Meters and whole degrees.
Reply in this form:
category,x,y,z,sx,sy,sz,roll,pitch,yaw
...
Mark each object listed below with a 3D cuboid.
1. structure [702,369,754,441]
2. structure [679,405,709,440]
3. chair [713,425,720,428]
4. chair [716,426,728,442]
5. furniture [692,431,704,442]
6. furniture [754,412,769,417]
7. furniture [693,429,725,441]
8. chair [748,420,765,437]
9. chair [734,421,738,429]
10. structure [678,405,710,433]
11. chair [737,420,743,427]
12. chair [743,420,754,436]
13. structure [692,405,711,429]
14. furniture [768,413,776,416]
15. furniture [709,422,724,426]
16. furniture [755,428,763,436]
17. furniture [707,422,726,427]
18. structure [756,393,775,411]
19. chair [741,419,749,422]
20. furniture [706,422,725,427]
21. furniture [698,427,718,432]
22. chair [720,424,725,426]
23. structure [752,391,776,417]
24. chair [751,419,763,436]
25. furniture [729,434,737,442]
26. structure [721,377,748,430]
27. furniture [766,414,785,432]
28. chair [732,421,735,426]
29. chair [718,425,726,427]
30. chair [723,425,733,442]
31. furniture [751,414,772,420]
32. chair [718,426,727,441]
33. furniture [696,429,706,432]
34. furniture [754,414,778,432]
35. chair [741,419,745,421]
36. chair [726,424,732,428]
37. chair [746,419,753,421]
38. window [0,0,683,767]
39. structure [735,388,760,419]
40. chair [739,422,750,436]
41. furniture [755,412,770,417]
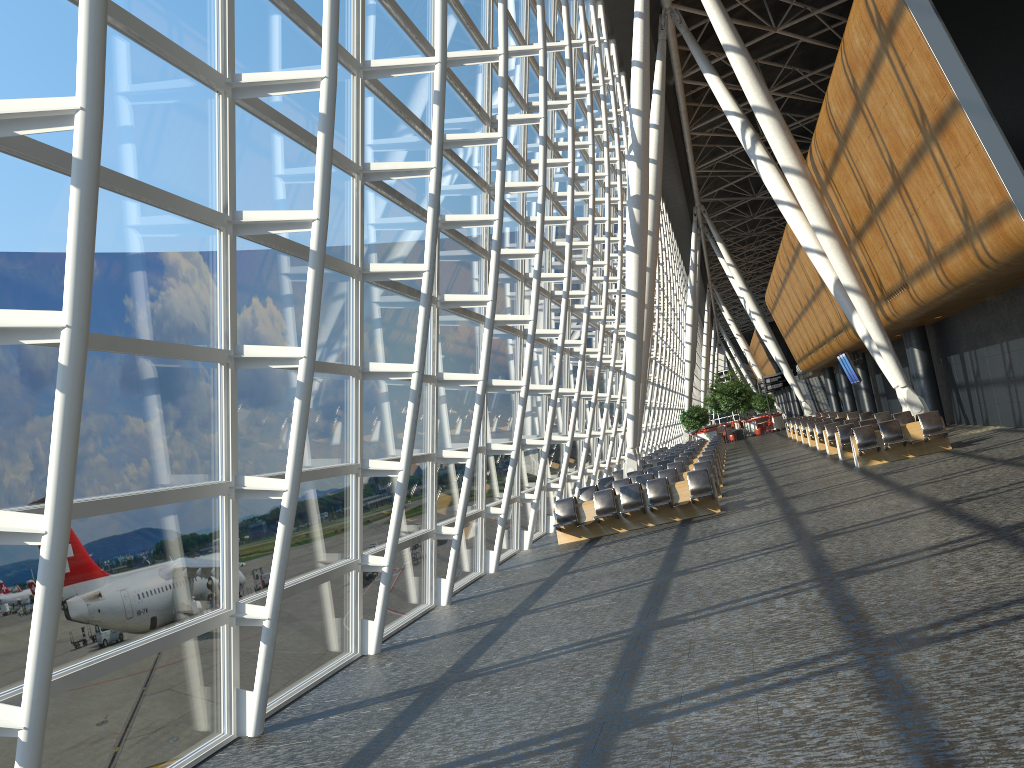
category,x,y,z,sx,sy,sz,roll,pitch,yaw
structure,14.093,1.440,57.674,3.101,4.536,5.796,-13,-3,6
structure,11.474,2.705,54.980,1.715,2.781,1.799,-13,-1,-29
chair,16.513,3.911,71.439,0.617,1.011,0.666,-13,-1,-21
chair,13.537,3.338,57.287,0.630,1.011,0.653,-13,-1,39
furniture,12.749,3.702,59.346,0.897,1.008,2.806,-14,-4,26
furniture,27.968,3.733,98.183,1.908,0.869,1.654,-14,-4,14
furniture,12.537,3.489,56.398,0.882,1.007,2.855,-12,-4,-19
chair,15.523,2.760,55.908,0.654,1.011,0.629,-13,-1,-31
chair,18.220,3.430,70.427,0.660,1.011,0.623,-13,-1,-1
structure,12.063,2.724,57.812,1.909,2.971,1.874,-13,-1,-12
chair,17.577,3.236,66.587,0.615,1.011,0.669,-12,-1,-41
chair,15.774,2.901,58.151,0.653,1.011,0.630,-12,-1,-41
structure,13.178,2.891,61.894,1.765,2.854,1.851,-13,-1,-29
furniture,18.547,2.717,63.246,0.897,1.008,2.806,-14,-4,26
furniture,23.364,5.152,102.253,3.270,0.869,1.653,-14,-4,14
furniture,15.301,2.977,54.609,0.447,0.460,0.439,-14,-2,26
furniture,21.929,4.965,96.445,3.270,0.869,1.653,-14,-4,14
structure,21.356,2.077,74.701,1.864,2.998,1.956,-13,-1,-29
chair,17.568,3.134,65.407,0.653,1.011,0.630,-12,-1,-41
furniture,22.646,5.059,99.349,3.270,0.869,1.653,-14,-4,14
furniture,14.330,3.721,63.654,0.882,1.007,2.855,-12,-4,-19
chair,17.168,3.867,72.637,0.655,1.011,0.628,-13,-1,-21
structure,18.585,1.936,64.710,1.715,2.781,1.799,-13,-1,-29
chair,15.838,2.782,56.971,0.616,1.011,0.668,-13,-1,-31
furniture,13.711,3.340,54.582,0.438,0.460,0.448,-12,-2,-34
structure,18.322,1.832,73.018,3.130,4.538,5.681,-14,-2,36
furniture,16.754,2.484,55.990,0.897,1.008,2.806,-14,-4,26
chair,18.430,3.706,74.085,0.660,1.011,0.623,-13,-1,-1
chair,15.330,3.571,64.543,0.630,1.011,0.653,-13,-1,39
chair,13.555,3.212,55.911,0.669,1.011,0.615,-14,-1,39
furniture,18.759,2.930,66.194,0.882,1.007,2.855,-12,-4,-19
chair,13.921,3.419,59.192,0.654,1.011,0.629,-13,-1,-31
furniture,14.542,3.935,66.603,0.897,1.008,2.806,-14,-4,26
furniture,16.965,2.697,58.938,0.882,1.007,2.855,-12,-4,-19
chair,19.012,3.315,71.184,0.622,1.011,0.661,-13,-1,-1
chair,15.349,3.444,63.168,0.669,1.011,0.615,-14,-1,39
chair,17.316,2.992,63.164,0.654,1.011,0.629,-13,-1,-31
window,16.199,-1.747,82.352,3.740,14.032,165.622,-13,-5,13
structure,18.234,1.989,68.421,2.302,3.479,2.198,-13,-1,26
chair,15.784,3.004,59.331,0.615,1.011,0.669,-12,-1,-41
furniture,27.250,3.640,95.279,1.908,0.869,1.654,-14,-4,14
